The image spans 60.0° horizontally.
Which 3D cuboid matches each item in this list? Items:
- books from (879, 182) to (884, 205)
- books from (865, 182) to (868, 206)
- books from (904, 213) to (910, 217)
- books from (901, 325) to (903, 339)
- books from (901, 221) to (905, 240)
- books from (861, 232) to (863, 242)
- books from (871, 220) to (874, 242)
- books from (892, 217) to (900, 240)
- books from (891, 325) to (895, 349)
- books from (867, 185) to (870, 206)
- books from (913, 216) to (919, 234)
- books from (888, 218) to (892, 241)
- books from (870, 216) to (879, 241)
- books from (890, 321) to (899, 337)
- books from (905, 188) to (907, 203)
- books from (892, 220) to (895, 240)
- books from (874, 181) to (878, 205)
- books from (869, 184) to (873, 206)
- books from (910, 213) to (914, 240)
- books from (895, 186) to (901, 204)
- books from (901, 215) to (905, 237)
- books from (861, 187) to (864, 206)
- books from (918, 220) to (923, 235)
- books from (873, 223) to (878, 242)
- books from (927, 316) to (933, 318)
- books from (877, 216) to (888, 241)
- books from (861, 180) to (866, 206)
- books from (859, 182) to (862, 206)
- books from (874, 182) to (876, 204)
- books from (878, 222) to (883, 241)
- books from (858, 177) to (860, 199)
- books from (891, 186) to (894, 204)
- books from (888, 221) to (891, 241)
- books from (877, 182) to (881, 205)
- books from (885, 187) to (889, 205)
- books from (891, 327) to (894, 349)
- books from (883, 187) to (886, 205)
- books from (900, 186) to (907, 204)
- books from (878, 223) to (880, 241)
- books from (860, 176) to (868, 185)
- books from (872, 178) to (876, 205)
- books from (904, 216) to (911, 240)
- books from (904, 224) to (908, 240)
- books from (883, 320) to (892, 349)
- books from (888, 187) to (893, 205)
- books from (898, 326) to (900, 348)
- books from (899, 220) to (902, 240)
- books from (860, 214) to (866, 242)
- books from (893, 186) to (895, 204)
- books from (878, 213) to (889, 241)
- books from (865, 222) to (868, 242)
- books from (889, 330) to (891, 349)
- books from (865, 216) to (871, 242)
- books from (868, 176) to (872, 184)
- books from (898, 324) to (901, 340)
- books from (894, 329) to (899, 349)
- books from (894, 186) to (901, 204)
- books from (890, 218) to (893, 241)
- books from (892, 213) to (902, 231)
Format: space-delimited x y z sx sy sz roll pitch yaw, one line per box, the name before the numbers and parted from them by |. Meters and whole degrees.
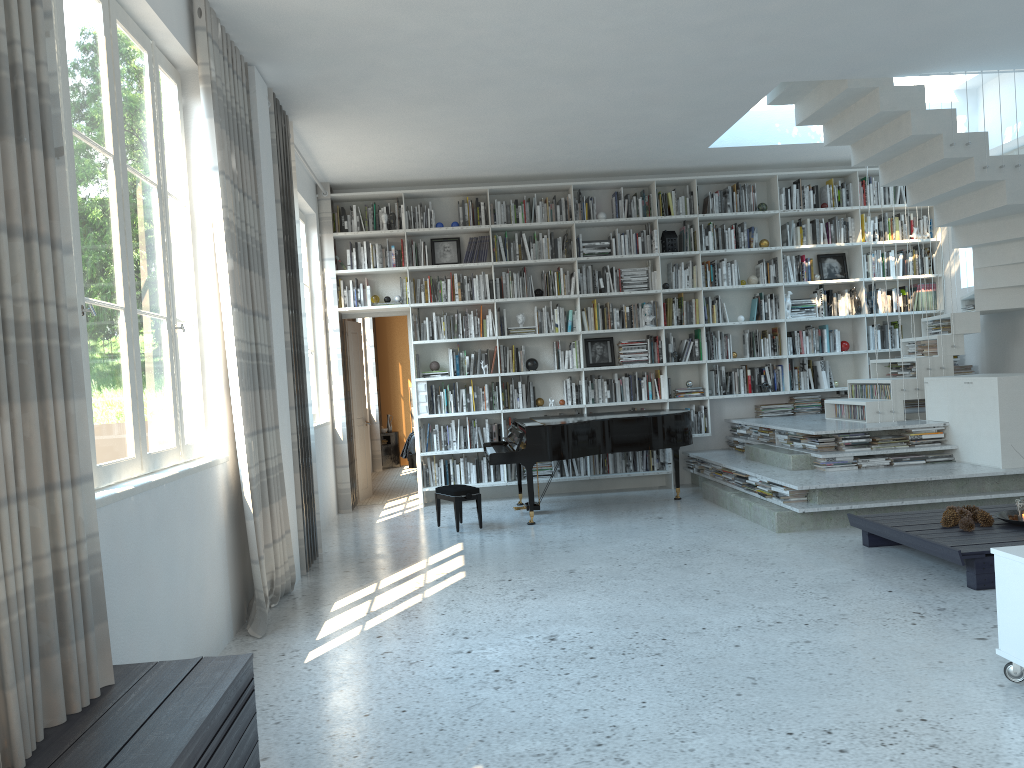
books | 3.818 -1.963 9.259 0.029 0.264 0.179 -4 1 -4
books | 3.655 -1.955 9.230 0.012 0.269 0.184 -4 1 -4
books | 4.134 -1.631 9.299 0.011 0.294 0.151 -4 1 -4
books | 4.055 -0.493 9.305 0.013 0.240 0.166 -4 1 -4
books | 4.045 -1.584 9.266 0.013 0.213 0.186 -4 1 -4
books | 3.580 -1.594 9.186 0.036 0.294 0.135 -4 1 -4
books | 3.685 -1.566 9.173 0.049 0.224 0.161 -4 1 -4
books | 3.942 -1.592 9.215 0.042 0.242 0.247 -4 1 -4
books | 3.968 -0.489 9.311 0.027 0.242 0.131 -4 1 -4
books | 3.673 -1.936 9.235 0.022 0.229 0.174 -4 1 -4
books | 4.200 -1.615 9.288 0.070 0.254 0.154 -4 1 -4
books | 3.887 -1.588 9.198 0.022 0.242 0.144 -4 1 -4
books | 3.743 -1.590 9.186 0.023 0.263 0.158 -4 1 -4
books | 4.008 -0.513 9.294 0.011 0.284 0.161 -4 1 -4
books | 4.115 -1.946 9.266 0.024 0.193 0.186 -4 1 -4
books | 3.917 -1.580 9.191 0.013 0.222 0.174 -4 1 -4
books | 3.768 -1.966 9.259 0.027 0.275 0.148 -4 1 -4
books | 3.708 -1.946 9.244 0.023 0.244 0.182 -4 1 -4
books | 4.152 -1.628 9.289 0.023 0.287 0.163 -4 1 -4
books | 4.000 -1.949 9.274 0.057 0.212 0.163 -4 1 -4
books | 4.060 -1.619 9.292 0.024 0.281 0.153 -4 1 -4
books | 3.623 -1.930 9.255 0.025 0.223 0.136 -4 1 -4
books | 4.247 -1.597 9.290 0.023 0.213 0.180 -4 1 -4
books | 3.723 -1.553 9.170 0.024 0.193 0.189 -4 1 -4
books | 4.423 -0.555 9.343 0.013 0.315 0.129 -4 1 -4
books | 3.830 -1.590 9.180 0.023 0.254 0.189 -4 1 -4
books | 3.641 -1.963 9.241 0.013 0.286 0.150 -4 1 -4
books | 3.599 -1.955 9.242 0.022 0.275 0.160 -4 1 -4
books | 3.748 -1.957 9.256 0.014 0.260 0.167 -4 1 -4
books | 3.806 -1.568 9.198 0.025 0.211 0.134 -4 1 -4
books | 3.572 -1.972 9.227 0.011 0.313 0.172 -4 1 -4
books | 3.949 -1.982 9.278 0.012 0.285 0.159 -4 1 -4
books | 3.871 -1.569 9.192 0.014 0.206 0.184 -4 1 -4
books | 3.793 -1.959 9.257 0.022 0.259 0.163 -4 1 -4
books | 3.884 -1.954 9.263 0.025 0.237 0.143 -4 1 -4
books | 3.950 -0.482 9.293 0.014 0.230 0.172 -4 1 -4
books | 3.857 -1.959 9.270 0.027 0.250 0.154 -4 1 -4
books | 4.064 -1.986 9.288 0.069 0.277 0.131 -4 1 -4
books | 3.772 -1.559 9.229 0.038 0.199 0.170 -4 1 -4
books | 3.686 -1.989 9.256 0.014 0.331 0.143 -4 1 -4
books | 3.734 -1.979 9.247 0.012 0.306 0.184 -4 1 -4
books | 4.119 -1.613 9.276 0.022 0.261 0.160 -4 1 -4
books | 4.093 -1.572 9.294 0.034 0.183 0.156 -4 1 -4
books | 3.934 -0.514 9.298 0.013 0.297 0.141 -4 1 -4
books | 3.924 -1.942 9.270 0.026 0.208 0.163 -4 1 -4
books | 4.021 -0.490 9.303 0.014 0.237 0.146 -4 1 -4
books | 4.016 -1.586 9.269 0.023 0.220 0.171 -4 1 -4
books | 3.604 -1.596 9.163 0.010 0.294 0.183 -4 1 -4
books | 3.963 -1.972 9.274 0.015 0.263 0.143 -4 1 -4
books | 3.850 -1.613 9.186 0.022 0.296 0.152 -4 1 -4
books | 3.624 -1.553 9.166 0.024 0.205 0.165 -4 1 -4
books | 3.917 -0.465 9.297 0.027 0.201 0.164 -4 1 -4
books | 3.648 -1.583 9.159 0.026 0.263 0.189 -4 1 -4
books | 3.721 -1.988 9.261 0.012 0.326 0.151 -4 1 -4
books | 4.042 -0.500 9.308 0.012 0.254 0.161 -4 1 -4
books | 3.995 -0.472 9.285 0.021 0.205 0.174 -4 1 -4
books | 4.032 -1.963 9.289 0.010 0.235 0.131 -4 1 -4
books | 3.904 -1.587 9.200 0.012 0.238 0.165 -4 1 -4
books | 4.030 -1.624 9.277 0.010 0.295 0.165 -4 1 -4
